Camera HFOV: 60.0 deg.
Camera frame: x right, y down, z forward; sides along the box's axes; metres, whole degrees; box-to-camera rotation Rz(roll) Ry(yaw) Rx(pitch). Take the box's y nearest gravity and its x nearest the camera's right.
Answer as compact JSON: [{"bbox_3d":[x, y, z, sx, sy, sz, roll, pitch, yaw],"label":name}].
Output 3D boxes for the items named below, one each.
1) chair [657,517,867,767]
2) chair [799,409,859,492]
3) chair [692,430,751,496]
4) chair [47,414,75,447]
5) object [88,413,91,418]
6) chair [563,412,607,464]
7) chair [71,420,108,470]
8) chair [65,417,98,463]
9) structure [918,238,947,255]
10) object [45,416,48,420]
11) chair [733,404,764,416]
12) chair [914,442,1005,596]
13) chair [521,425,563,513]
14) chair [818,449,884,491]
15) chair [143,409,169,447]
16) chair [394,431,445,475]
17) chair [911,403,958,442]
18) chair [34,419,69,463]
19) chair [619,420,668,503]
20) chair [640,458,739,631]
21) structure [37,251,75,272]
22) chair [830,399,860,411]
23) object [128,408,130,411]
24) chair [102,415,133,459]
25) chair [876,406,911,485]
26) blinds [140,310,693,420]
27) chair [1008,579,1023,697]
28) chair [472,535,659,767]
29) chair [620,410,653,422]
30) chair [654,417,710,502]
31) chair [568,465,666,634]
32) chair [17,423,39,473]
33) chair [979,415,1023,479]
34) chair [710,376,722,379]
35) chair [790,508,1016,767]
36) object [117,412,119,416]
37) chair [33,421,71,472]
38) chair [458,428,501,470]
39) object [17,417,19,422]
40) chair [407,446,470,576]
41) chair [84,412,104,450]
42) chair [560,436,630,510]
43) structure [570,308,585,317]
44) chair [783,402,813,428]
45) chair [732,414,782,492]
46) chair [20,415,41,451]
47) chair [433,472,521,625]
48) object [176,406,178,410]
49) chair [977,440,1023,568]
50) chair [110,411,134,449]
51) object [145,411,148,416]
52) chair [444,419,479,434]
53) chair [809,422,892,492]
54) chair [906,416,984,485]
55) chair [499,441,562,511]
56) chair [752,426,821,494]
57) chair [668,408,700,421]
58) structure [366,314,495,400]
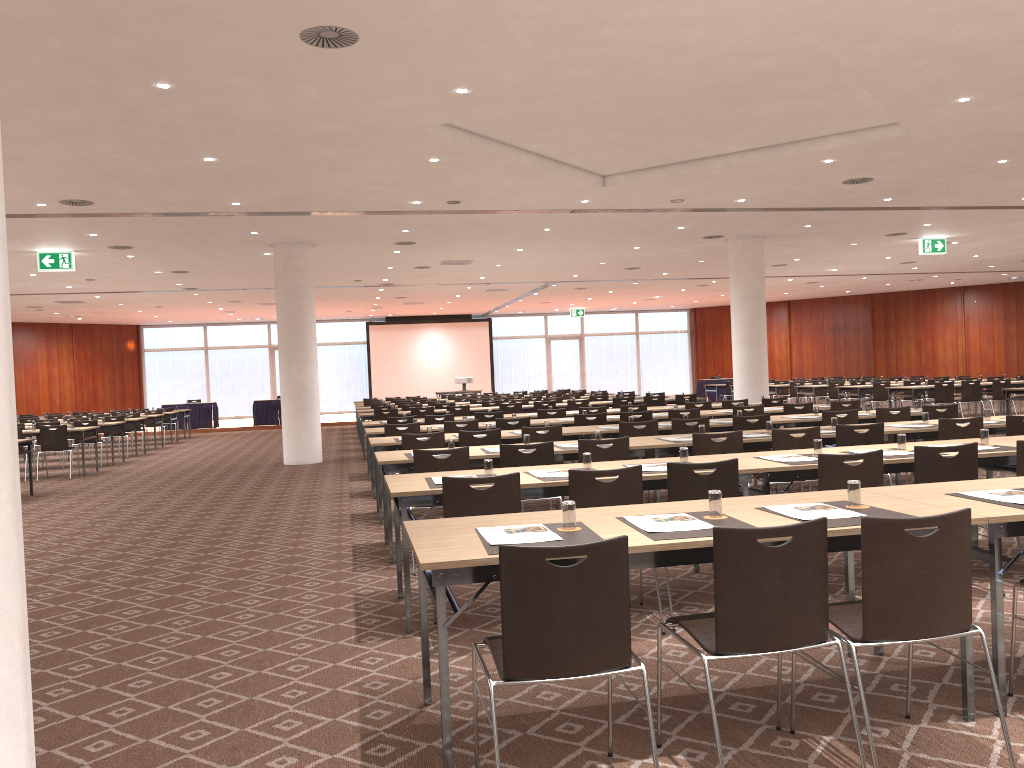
[{"bbox_3d":[0.877,0.944,3.234,0.535,0.940,0.613,-3,1,-13],"label":"chair"},{"bbox_3d":[3.569,0.749,9.844,0.535,0.940,0.613,-3,1,-11],"label":"chair"},{"bbox_3d":[1.683,0.858,7.455,0.535,0.940,0.613,-3,1,-9],"label":"chair"},{"bbox_3d":[-11.583,1.241,22.684,0.535,0.940,0.613,-3,1,-9],"label":"chair"},{"bbox_3d":[-10.259,0.774,21.540,0.054,0.114,0.054,-3,1,-22],"label":"object"},{"bbox_3d":[0.978,0.840,11.435,0.535,0.940,0.613,-3,1,-13],"label":"chair"},{"bbox_3d":[-8.216,1.163,17.212,0.535,0.940,0.613,-3,1,-14],"label":"chair"},{"bbox_3d":[-9.265,1.186,19.050,0.535,0.940,0.613,-3,1,-13],"label":"chair"},{"bbox_3d":[9.031,-2.959,19.046,0.587,0.346,0.105,-3,1,-11],"label":"structure"},{"bbox_3d":[-11.209,0.817,21.357,0.054,0.114,0.054,-4,2,-44],"label":"object"},{"bbox_3d":[3.100,0.745,11.834,0.535,0.940,0.613,-3,1,-9],"label":"chair"},{"bbox_3d":[2.674,0.838,5.649,0.535,0.940,0.613,-3,1,-10],"label":"chair"},{"bbox_3d":[0.288,0.896,9.271,0.535,0.940,0.613,-3,1,-13],"label":"chair"},{"bbox_3d":[1.998,0.869,5.444,0.535,0.940,0.613,-3,1,-13],"label":"chair"},{"bbox_3d":[-9.353,1.139,23.246,0.535,0.940,0.613,-3,1,-13],"label":"chair"},{"bbox_3d":[-0.905,0.950,9.003,0.535,0.940,0.613,-3,1,-14],"label":"chair"},{"bbox_3d":[4.776,0.695,10.071,0.535,0.940,0.613,-3,1,-9],"label":"chair"},{"bbox_3d":[-9.895,1.213,19.014,0.535,0.940,0.613,-3,1,-11],"label":"chair"},{"bbox_3d":[1.303,0.851,9.419,0.535,0.940,0.613,-3,1,-13],"label":"chair"},{"bbox_3d":[1.098,0.909,5.310,0.535,0.940,0.613,-3,1,-9],"label":"chair"},{"bbox_3d":[-8.131,-2.187,15.821,0.587,0.346,0.105,-3,1,-11],"label":"structure"},{"bbox_3d":[4.453,0.685,12.045,0.535,0.940,0.613,-3,1,-10],"label":"chair"},{"bbox_3d":[-10.989,0.758,25.468,0.054,0.114,0.054,-3,1,-22],"label":"object"},{"bbox_3d":[-8.617,1.155,19.314,0.535,0.940,0.613,-3,1,-13],"label":"chair"},{"bbox_3d":[4.214,0.719,10.009,0.535,0.940,0.613,-3,1,-13],"label":"chair"},{"bbox_3d":[-3.316,-0.851,36.859,22.850,3.817,0.115,-3,1,-11],"label":"blinds"},{"bbox_3d":[2.437,0.873,3.570,0.535,0.940,0.613,-3,1,-8],"label":"chair"},{"bbox_3d":[0.160,0.977,3.064,0.535,0.940,0.613,-3,1,-11],"label":"chair"},{"bbox_3d":[1.573,0.815,11.469,0.535,0.940,0.613,-3,1,-10],"label":"chair"},{"bbox_3d":[1.875,0.825,9.569,0.535,0.940,0.613,-3,1,-13],"label":"chair"},{"bbox_3d":[0.514,0.936,5.165,0.535,0.940,0.613,-3,1,-11],"label":"chair"},{"bbox_3d":[-9.471,1.220,16.976,0.535,0.940,0.613,-3,1,-8],"label":"chair"},{"bbox_3d":[4.519,0.731,7.953,0.535,0.940,0.613,-3,1,-10],"label":"chair"},{"bbox_3d":[7.653,0.168,32.917,0.535,0.940,0.613,-3,1,-10],"label":"chair"},{"bbox_3d":[1.416,0.920,3.300,0.535,0.940,0.613,-3,1,-11],"label":"chair"},{"bbox_3d":[-9.618,0.745,21.650,0.054,0.114,0.054,-3,1,-22],"label":"object"},{"bbox_3d":[-8.939,1.194,17.219,0.535,0.940,0.613,-3,1,-12],"label":"chair"},{"bbox_3d":[-0.339,0.925,9.075,0.535,0.940,0.613,-3,1,-12],"label":"chair"},{"bbox_3d":[-11.838,0.845,21.239,0.054,0.114,0.054,-4,2,-44],"label":"object"},{"bbox_3d":[-0.558,0.960,6.999,0.535,0.940,0.613,-3,1,-11],"label":"chair"},{"bbox_3d":[-10.710,1.201,22.931,0.535,0.940,0.613,-3,1,-10],"label":"chair"},{"bbox_3d":[0.722,0.901,7.317,0.535,0.940,0.613,-3,1,-13],"label":"chair"},{"bbox_3d":[2.659,-2.893,36.100,0.587,0.346,0.105,-3,1,-11],"label":"structure"},{"bbox_3d":[3.761,0.716,11.880,0.535,0.940,0.613,-3,1,-13],"label":"chair"},{"bbox_3d":[2.537,0.796,9.615,0.535,0.940,0.613,-3,1,-12],"label":"chair"},{"bbox_3d":[-12.258,1.270,22.700,0.535,0.940,0.613,-3,1,-8],"label":"chair"},{"bbox_3d":[-0.177,0.967,5.071,0.535,0.940,0.613,-3,1,-9],"label":"chair"},{"bbox_3d":[-9.723,0.701,25.711,0.054,0.114,0.054,-3,1,-22],"label":"object"},{"bbox_3d":[3.337,0.809,5.731,0.535,0.940,0.613,-3,1,-12],"label":"chair"},{"bbox_3d":[-10.073,1.173,22.967,0.535,0.940,0.613,-3,1,-13],"label":"chair"},{"bbox_3d":[-8.975,0.716,21.780,0.054,0.114,0.054,-3,1,-22],"label":"object"},{"bbox_3d":[-0.642,0.914,11.088,0.535,0.940,0.613,-3,1,-12],"label":"chair"},{"bbox_3d":[2.948,0.801,7.693,0.535,0.940,0.613,-3,1,-8],"label":"chair"},{"bbox_3d":[3.914,0.757,7.917,0.535,0.940,0.613,-3,1,-9],"label":"chair"},{"bbox_3d":[0.109,0.929,7.159,0.535,0.940,0.613,-3,1,-9],"label":"chair"},{"bbox_3d":[2.353,0.829,7.546,0.535,0.940,0.613,-3,1,-10],"label":"chair"},{"bbox_3d":[2.214,0.785,11.625,0.535,0.940,0.613,-3,1,-10],"label":"chair"},{"bbox_3d":[-3.336,-1.058,36.466,5.158,3.526,0.395,-3,1,-11],"label":"structure"}]
